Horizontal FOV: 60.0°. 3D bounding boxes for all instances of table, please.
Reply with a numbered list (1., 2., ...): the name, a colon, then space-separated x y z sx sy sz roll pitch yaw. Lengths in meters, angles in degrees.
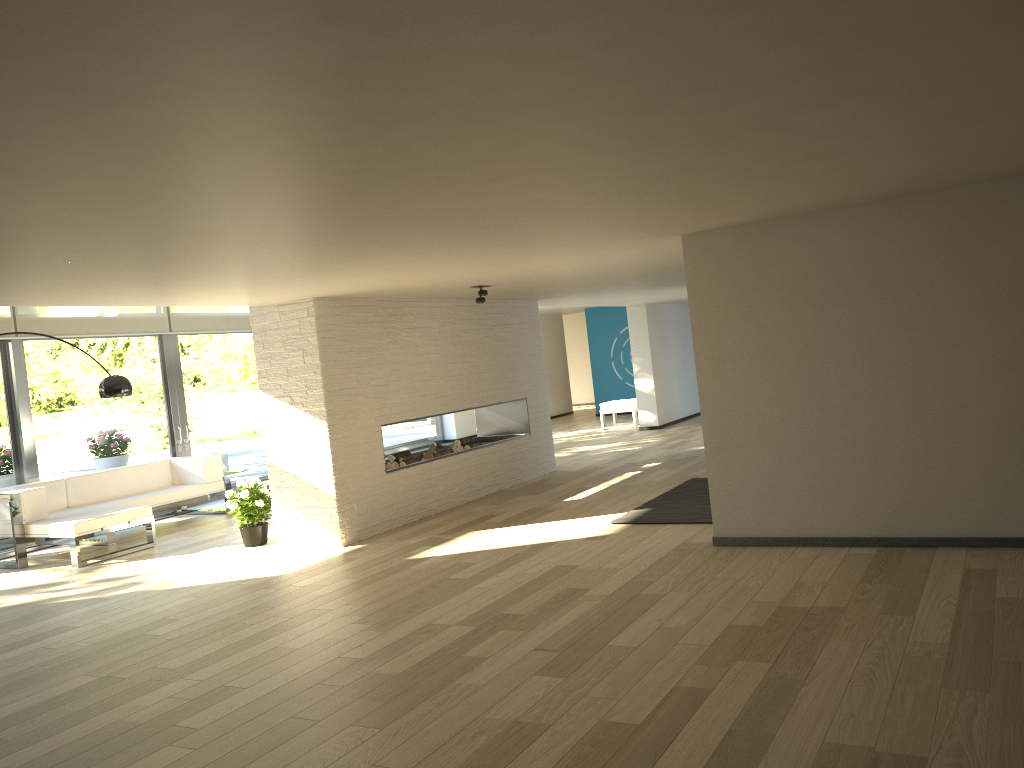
1. table: -1.896 1.113 9.693 1.219 0.305 1.221 -6 2 30

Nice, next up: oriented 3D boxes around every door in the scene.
1. door: -2.342 0.242 11.755 19.429 2.373 22.965 -6 2 30

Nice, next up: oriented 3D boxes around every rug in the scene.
1. rug: 1.626 0.920 7.230 0.978 0.011 2.000 -6 2 30

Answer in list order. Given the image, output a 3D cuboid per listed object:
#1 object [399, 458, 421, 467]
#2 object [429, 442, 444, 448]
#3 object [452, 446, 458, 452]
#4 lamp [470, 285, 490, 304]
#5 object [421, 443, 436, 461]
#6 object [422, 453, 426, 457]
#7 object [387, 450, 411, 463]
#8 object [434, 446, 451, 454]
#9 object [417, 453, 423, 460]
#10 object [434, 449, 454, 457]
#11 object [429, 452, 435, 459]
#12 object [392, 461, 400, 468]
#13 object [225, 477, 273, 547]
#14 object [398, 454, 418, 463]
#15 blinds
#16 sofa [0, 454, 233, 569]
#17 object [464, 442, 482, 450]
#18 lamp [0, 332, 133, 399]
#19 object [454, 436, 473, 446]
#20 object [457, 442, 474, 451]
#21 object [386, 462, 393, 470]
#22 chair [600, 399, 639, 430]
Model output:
1. object: -0.944 0.736 8.221 0.082 0.073 0.237 -6 1 29
2. object: -0.720 0.647 8.863 0.093 0.170 0.272 -6 1 28
3. object: -0.532 0.665 9.261 0.075 0.074 0.246 -6 1 28
4. lamp: -0.263 -0.758 7.551 0.135 0.153 0.234 -6 1 30
5. object: -0.813 0.666 8.594 0.064 0.165 0.226 -6 1 29
6. object: -0.795 0.706 8.794 0.075 0.074 0.246 -6 1 28
7. object: -1.050 0.680 8.282 0.093 0.088 0.260 -6 1 28
8. object: -0.690 0.653 8.755 0.064 0.060 0.229 -6 1 31
9. object: -0.921 0.723 8.646 0.075 0.074 0.246 -6 1 8
10. object: -0.665 0.693 8.716 0.082 0.073 0.237 -6 1 29
11. object: -0.738 0.700 8.747 0.076 0.076 0.236 -6 1 28
12. object: -1.017 0.744 8.252 0.076 0.076 0.236 -6 1 28
13. object: -2.169 1.072 7.441 0.431 0.571 0.404 -7 1 -38
14. object: -0.969 0.696 8.260 0.064 0.060 0.229 -6 1 31
15. blinds: -4.125 -1.077 10.537 0.056 0.984 11.538 -6 1 30
16. sofa: -3.716 1.170 8.630 1.544 0.654 2.406 -6 2 30
17. object: -0.401 0.652 9.184 0.082 0.073 0.237 -6 1 29
18. lamp: -4.194 0.550 7.710 1.754 2.024 0.282 -7 1 -18
19. object: -0.506 0.598 9.239 0.082 0.073 0.237 -6 1 29
20. object: -0.475 0.659 9.214 0.076 0.076 0.236 -6 1 28
21. object: -1.074 0.749 8.299 0.075 0.074 0.246 -6 1 28
22. chair: 1.882 0.496 14.839 0.611 0.442 0.610 -6 1 30
